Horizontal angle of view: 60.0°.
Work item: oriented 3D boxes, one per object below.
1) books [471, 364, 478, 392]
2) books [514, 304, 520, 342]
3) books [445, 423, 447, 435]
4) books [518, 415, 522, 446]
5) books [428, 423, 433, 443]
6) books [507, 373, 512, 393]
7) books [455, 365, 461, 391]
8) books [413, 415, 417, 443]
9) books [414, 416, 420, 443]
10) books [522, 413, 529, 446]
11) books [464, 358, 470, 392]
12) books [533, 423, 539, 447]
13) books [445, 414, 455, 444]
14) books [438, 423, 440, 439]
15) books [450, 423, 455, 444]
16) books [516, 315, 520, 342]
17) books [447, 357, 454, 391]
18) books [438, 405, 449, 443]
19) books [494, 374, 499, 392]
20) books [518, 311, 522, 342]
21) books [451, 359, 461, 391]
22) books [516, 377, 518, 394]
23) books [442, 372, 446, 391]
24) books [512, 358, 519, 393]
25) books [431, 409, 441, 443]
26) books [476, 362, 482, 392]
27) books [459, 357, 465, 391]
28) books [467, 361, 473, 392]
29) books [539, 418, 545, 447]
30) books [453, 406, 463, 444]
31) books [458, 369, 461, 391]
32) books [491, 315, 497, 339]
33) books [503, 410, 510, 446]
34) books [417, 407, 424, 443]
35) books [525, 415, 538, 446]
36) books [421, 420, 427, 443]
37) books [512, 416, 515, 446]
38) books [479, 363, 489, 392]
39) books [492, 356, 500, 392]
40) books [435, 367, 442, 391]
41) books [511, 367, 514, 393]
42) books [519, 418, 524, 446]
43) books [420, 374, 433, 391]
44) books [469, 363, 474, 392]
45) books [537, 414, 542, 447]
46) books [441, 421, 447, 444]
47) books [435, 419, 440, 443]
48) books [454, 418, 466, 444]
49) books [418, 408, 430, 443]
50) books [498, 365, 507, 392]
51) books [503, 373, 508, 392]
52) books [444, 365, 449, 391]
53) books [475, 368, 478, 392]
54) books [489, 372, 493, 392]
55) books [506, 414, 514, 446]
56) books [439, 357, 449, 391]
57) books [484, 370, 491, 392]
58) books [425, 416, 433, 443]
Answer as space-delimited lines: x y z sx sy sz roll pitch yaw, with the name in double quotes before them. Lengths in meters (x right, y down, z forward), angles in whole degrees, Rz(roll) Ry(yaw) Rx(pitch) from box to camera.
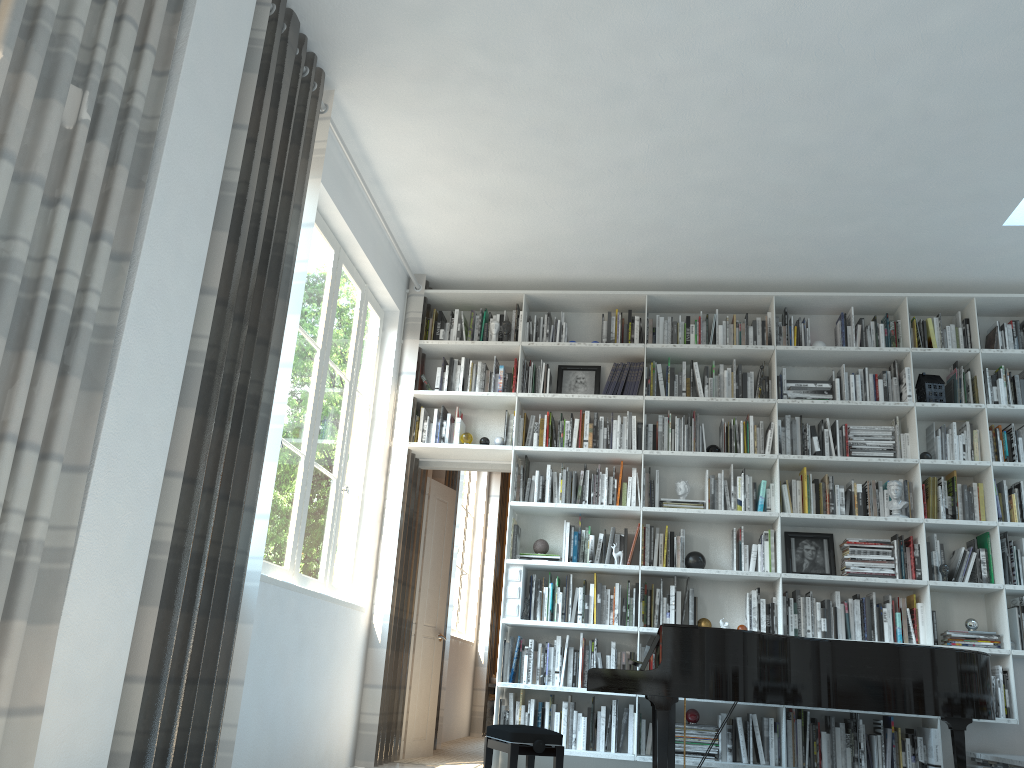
"books" -0.255 0.003 6.196 0.021 0.243 0.174 1 -19 8
"books" 0.038 -0.381 6.289 0.014 0.336 0.168 1 -18 8
"books" -0.437 0.353 6.112 0.010 0.233 0.165 1 -19 8
"books" 0.059 0.357 6.050 0.012 0.253 0.161 1 -19 8
"books" -0.548 0.380 6.137 0.029 0.184 0.135 1 -19 8
"books" -0.010 0.037 6.158 0.026 0.187 0.155 1 -19 8
"books" -0.368 0.007 6.226 0.024 0.238 0.156 1 -19 8
"books" -0.658 0.348 6.136 0.013 0.227 0.179 1 -19 8
"books" -0.645 0.352 6.134 0.013 0.221 0.163 1 -19 8
"books" 0.091 0.348 6.031 0.012 0.262 0.181 1 -19 8
"books" -0.306 -0.018 6.219 0.037 0.290 0.156 1 -18 8
"books" 0.168 0.380 6.001 0.026 0.194 0.176 1 -19 8
"books" -0.424 0.344 6.086 0.021 0.236 0.189 1 -19 8
"books" -0.485 0.364 6.112 0.011 0.205 0.164 1 -19 8
"books" -0.395 0.379 6.114 0.029 0.190 0.135 1 -19 8
"books" 0.055 -0.342 6.280 0.025 0.258 0.139 1 -18 8
"books" -0.420 -0.022 6.219 0.023 0.281 0.186 1 -19 8
"books" -0.472 0.316 6.107 0.013 0.296 0.188 1 -19 8
"books" -0.095 0.040 6.177 0.031 0.182 0.151 1 -19 8
"books" 0.075 -0.350 6.240 0.024 0.251 0.236 1 -19 8
"books" -0.392 -0.016 6.238 0.028 0.287 0.133 1 -18 8
"books" 0.053 0.006 6.179 0.037 0.267 0.113 1 -18 8
"books" -0.464 0.030 6.241 0.024 0.191 0.138 1 -19 8
"books" 0.027 -0.012 6.172 0.014 0.293 0.173 1 -19 8
"books" -0.522 0.329 6.133 0.022 0.280 0.157 1 -18 8
"books" -0.221 -0.005 6.192 0.025 0.260 0.167 1 -19 8
"books" -0.337 -0.023 6.204 0.021 0.285 0.179 1 -19 8
"books" -0.283 -0.010 6.204 0.013 0.267 0.162 1 -19 8
"books" 0.209 0.368 6.012 0.030 0.229 0.172 1 -19 8
"books" -0.373 0.323 6.109 0.013 0.297 0.179 1 -19 8
"books" -0.353 0.019 6.209 0.010 0.208 0.165 1 -19 8
"books" -0.119 -0.342 6.292 0.025 0.243 0.168 1 -19 8
"books" -0.036 0.337 6.058 0.012 0.284 0.160 1 -18 8
"books" -0.626 0.321 6.165 0.013 0.301 0.135 1 -18 8
"books" 0.129 0.357 6.040 0.062 0.257 0.153 1 -19 8
"books" -0.588 0.367 6.129 0.029 0.196 0.161 1 -19 8
"books" 0.028 0.357 6.010 0.021 0.224 0.232 1 -19 8
"books" -0.194 0.000 6.186 0.030 0.250 0.166 1 -19 8
"books" -0.115 -0.022 6.184 0.012 0.302 0.189 1 -19 8
"books" -0.506 0.013 6.237 0.034 0.217 0.167 1 -19 8
"books" 0.013 0.020 6.176 0.014 0.235 0.144 1 -19 8
"books" 0.074 0.365 6.037 0.022 0.231 0.151 1 -19 8
"books" -0.583 0.034 6.252 0.121 0.175 0.130 1 -19 8
"books" -0.271 0.000 6.199 0.012 0.248 0.192 1 -19 8
"books" 0.190 0.353 6.024 0.010 0.262 0.151 1 -18 8
"books" -0.456 0.370 6.102 0.024 0.192 0.181 1 -19 8
"books" -0.499 0.367 6.135 0.023 0.213 0.141 1 -19 8
"books" -0.357 0.360 6.080 0.029 0.210 0.188 1 -19 8
"books" -0.612 0.324 6.138 0.023 0.280 0.171 1 -19 8
"books" -0.067 0.012 6.159 0.029 0.228 0.192 1 -19 8
"books" -0.035 0.038 6.177 0.029 0.195 0.147 1 -19 8
"books" -0.443 0.005 6.219 0.022 0.227 0.172 1 -19 8
"books" -0.236 0.019 6.219 0.011 0.230 0.135 1 -19 8
"books" -0.135 0.035 6.194 0.029 0.197 0.144 1 -19 8
"books" -0.006 0.352 6.071 0.044 0.268 0.134 1 -18 8
"books" -0.480 -0.023 6.248 0.011 0.295 0.163 1 -18 8
"books" -0.164 0.025 6.193 0.028 0.211 0.139 1 -19 8
"books" -0.570 0.354 6.122 0.010 0.219 0.182 1 -19 8
